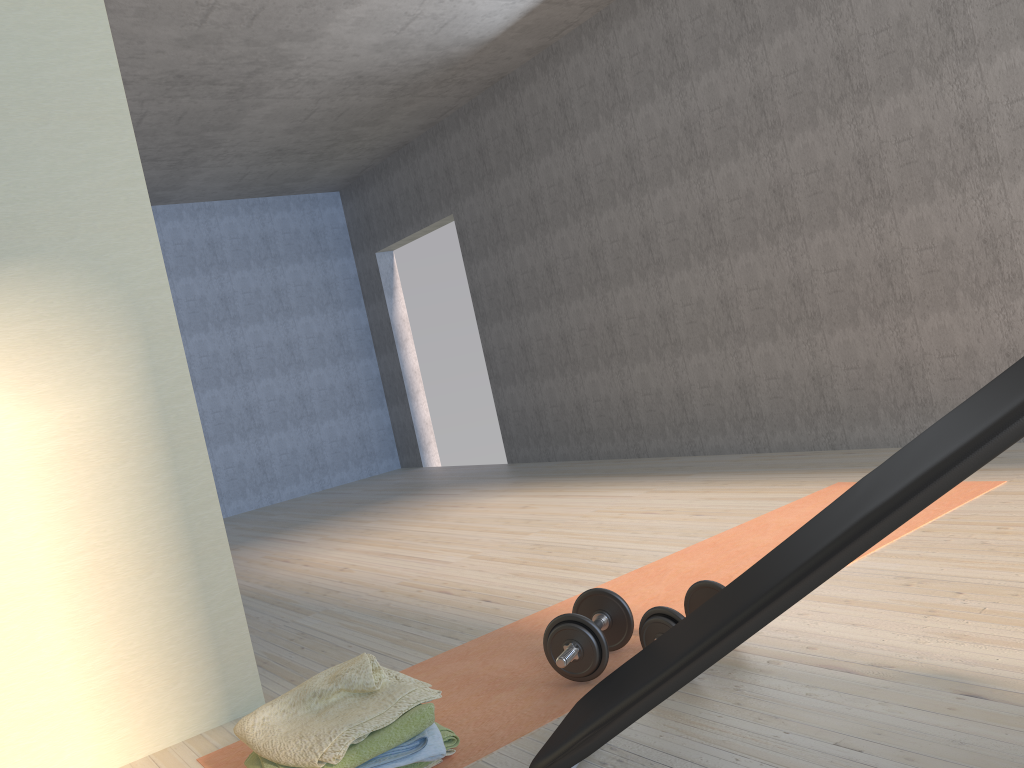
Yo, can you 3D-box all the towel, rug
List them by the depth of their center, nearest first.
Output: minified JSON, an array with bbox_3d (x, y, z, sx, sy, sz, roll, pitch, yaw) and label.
[{"bbox_3d":[-0.386,0.771,1.953,0.376,0.085,0.371,-13,2,-30],"label":"towel"},{"bbox_3d":[-0.364,0.803,1.975,0.383,0.078,0.383,-13,2,-18],"label":"towel"},{"bbox_3d":[-0.391,0.716,1.979,0.373,0.123,0.384,-11,2,39],"label":"towel"},{"bbox_3d":[-0.372,0.853,1.997,0.376,0.044,0.371,-14,2,-36],"label":"towel"},{"bbox_3d":[-0.357,0.826,2.001,0.380,0.081,0.367,-14,2,-37],"label":"towel"},{"bbox_3d":[0.504,0.661,2.767,2.779,0.002,0.716,-14,2,-35],"label":"rug"}]

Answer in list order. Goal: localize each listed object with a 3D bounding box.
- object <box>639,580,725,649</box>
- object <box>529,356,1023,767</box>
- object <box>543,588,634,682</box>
[{"bbox_3d":[0.448,0.605,2.205,0.385,0.176,0.176,-14,2,-43],"label":"object"},{"bbox_3d":[0.564,0.305,1.448,1.312,0.746,0.505,-12,2,25],"label":"object"},{"bbox_3d":[0.201,0.646,2.298,0.176,0.176,0.385,-11,2,27],"label":"object"}]
